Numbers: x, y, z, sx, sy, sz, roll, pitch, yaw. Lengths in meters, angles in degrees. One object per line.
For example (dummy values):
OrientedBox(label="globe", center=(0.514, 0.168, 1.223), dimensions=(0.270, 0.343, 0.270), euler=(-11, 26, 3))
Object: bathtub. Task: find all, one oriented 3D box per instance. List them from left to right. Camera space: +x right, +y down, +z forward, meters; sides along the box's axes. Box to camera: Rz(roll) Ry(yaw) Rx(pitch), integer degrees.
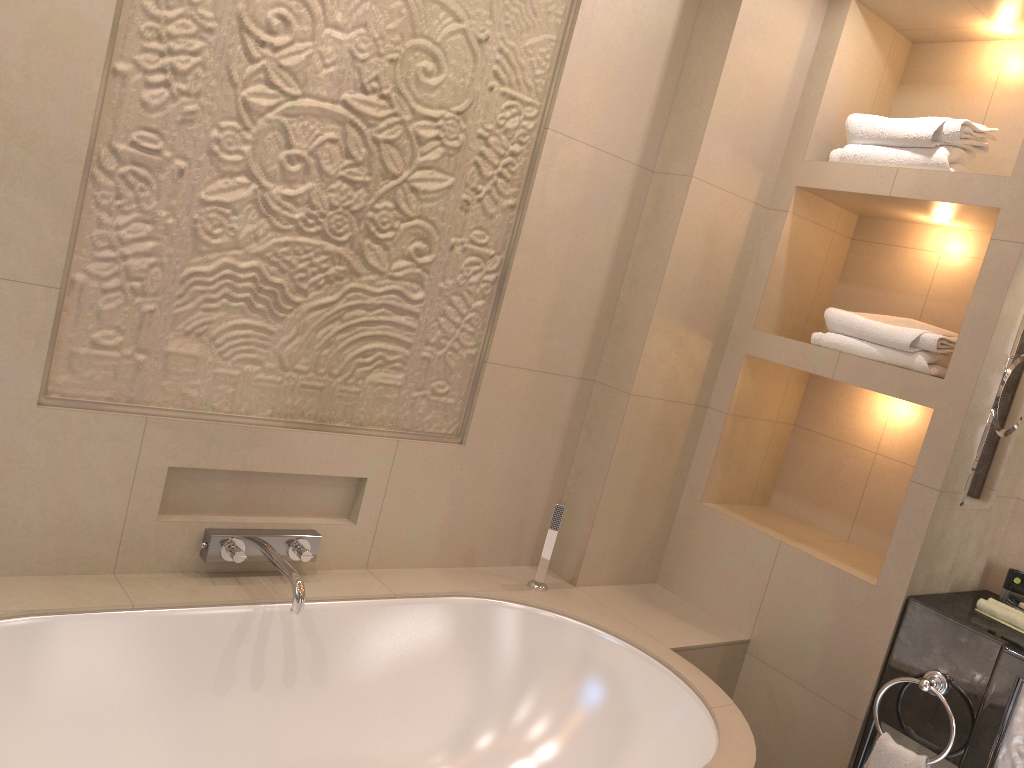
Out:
OrientedBox(label="bathtub", center=(-0.378, 0.849, 1.776), dimensions=(2.662, 0.540, 1.060), euler=(9, 9, -40))

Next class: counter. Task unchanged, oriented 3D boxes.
OrientedBox(label="counter", center=(1.471, 1.152, 1.967), dimensions=(0.543, 0.858, 1.330), euler=(9, 9, -40))

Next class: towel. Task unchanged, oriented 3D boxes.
OrientedBox(label="towel", center=(0.017, -0.589, 1.598), dimensions=(3.195, 0.726, 0.517), euler=(9, 9, -40))
OrientedBox(label="towel", center=(0.903, 1.099, 2.195), dimensions=(0.173, 0.455, 0.116), euler=(19, 8, 31))
OrientedBox(label="towel", center=(1.277, 0.593, 2.271), dimensions=(0.096, 0.039, 0.149), euler=(10, 9, -34))

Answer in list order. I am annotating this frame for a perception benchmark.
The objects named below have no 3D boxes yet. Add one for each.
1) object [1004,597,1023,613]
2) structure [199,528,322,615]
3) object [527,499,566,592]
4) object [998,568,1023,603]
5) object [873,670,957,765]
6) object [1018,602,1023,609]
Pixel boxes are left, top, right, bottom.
OrientedBox(label="object", center=(1.357, 0.607, 2.337), dimensions=(0.080, 0.035, 0.133), euler=(12, 8, -22))
OrientedBox(label="structure", center=(-0.538, 0.427, 2.035), dimensions=(0.290, 0.097, 0.259), euler=(9, 9, -40))
OrientedBox(label="object", center=(0.105, 0.454, 2.510), dimensions=(0.059, 0.280, 0.114), euler=(16, 7, 4))
OrientedBox(label="object", center=(1.408, 0.574, 2.422), dimensions=(0.124, 0.104, 0.038), euler=(18, 8, 24))
OrientedBox(label="object", center=(0.999, 0.813, 2.178), dimensions=(0.074, 0.226, 0.203), euler=(9, 9, -40))
OrientedBox(label="object", center=(1.367, 0.590, 2.316), dimensions=(0.051, 0.022, 0.077), euler=(12, 8, -20))
